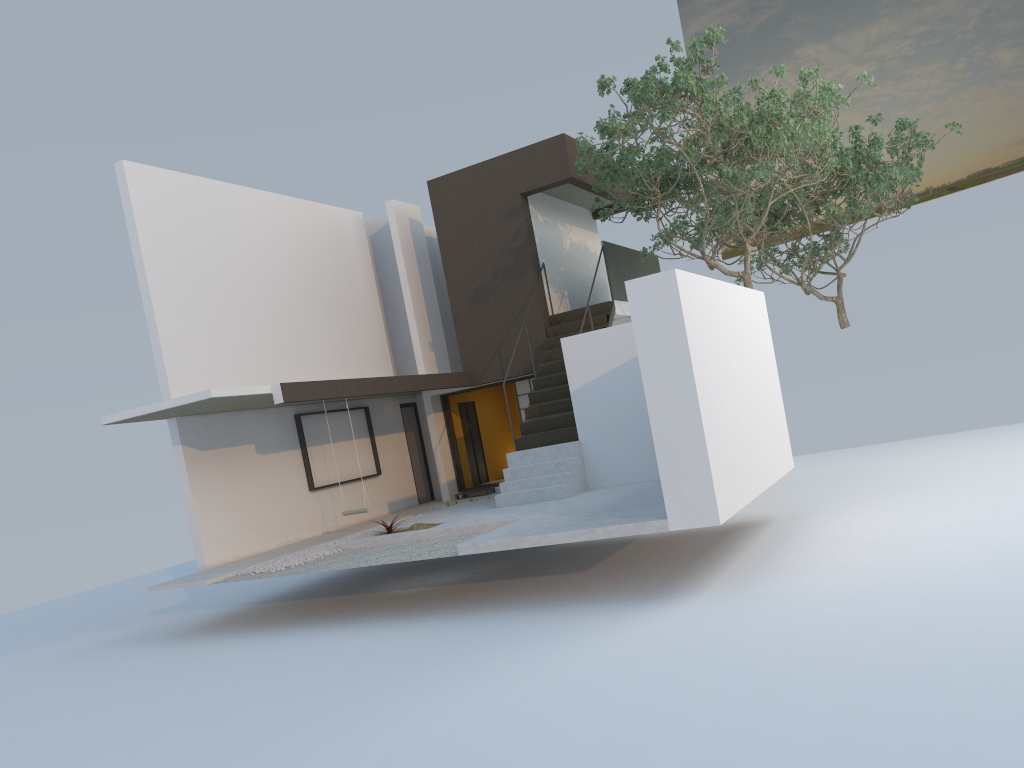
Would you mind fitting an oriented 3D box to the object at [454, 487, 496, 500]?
[{"bbox_3d":[-0.707,2.093,16.835,0.708,0.101,0.347,-12,-3,27],"label":"object"}]

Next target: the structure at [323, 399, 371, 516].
[{"bbox_3d":[-2.497,1.031,13.213,0.465,1.874,0.127,-10,3,27],"label":"structure"}]

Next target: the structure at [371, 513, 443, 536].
[{"bbox_3d":[-1.510,1.948,12.162,1.212,0.293,0.740,-12,-2,27],"label":"structure"}]

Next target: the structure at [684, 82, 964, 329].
[{"bbox_3d":[6.646,-3.497,19.066,5.520,4.719,7.275,-11,-1,7],"label":"structure"}]

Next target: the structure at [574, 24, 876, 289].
[{"bbox_3d":[3.235,-2.990,13.494,4.343,3.713,5.724,-11,-1,7],"label":"structure"}]

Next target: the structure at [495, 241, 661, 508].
[{"bbox_3d":[1.369,-0.392,15.343,1.166,3.959,6.494,-10,-1,27],"label":"structure"}]
